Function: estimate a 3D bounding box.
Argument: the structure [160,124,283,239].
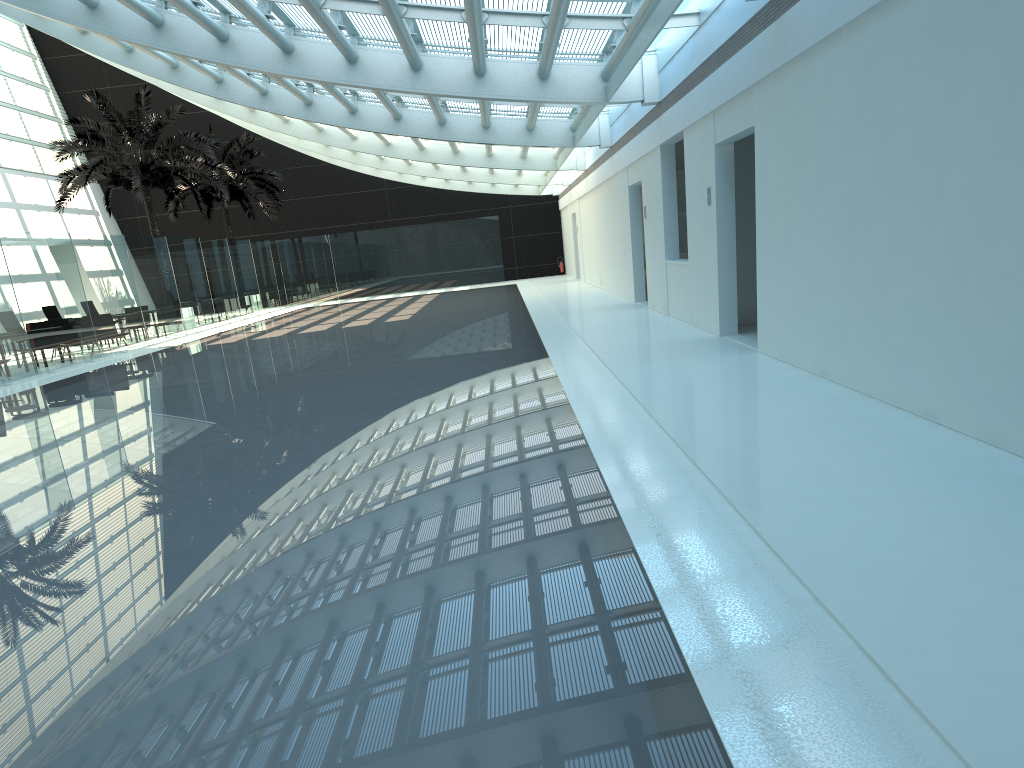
[{"bbox_3d":[-10.989,-6.379,34.188,4.404,7.328,4.650,-12,16,-20],"label":"structure"}]

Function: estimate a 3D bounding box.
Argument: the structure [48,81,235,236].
[{"bbox_3d":[-10.912,-5.170,26.423,4.812,7.329,4.252,-8,16,-5],"label":"structure"}]
